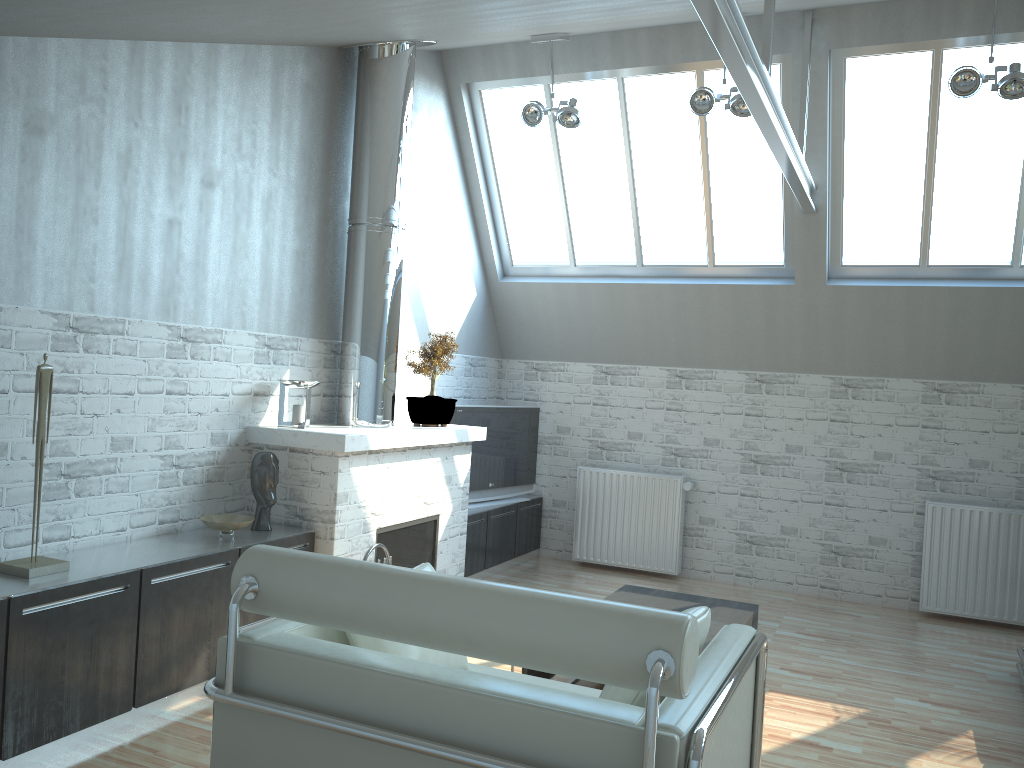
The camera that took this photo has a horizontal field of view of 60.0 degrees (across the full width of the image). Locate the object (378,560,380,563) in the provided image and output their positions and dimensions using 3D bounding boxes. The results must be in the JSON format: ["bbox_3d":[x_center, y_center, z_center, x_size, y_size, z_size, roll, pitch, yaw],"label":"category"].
[{"bbox_3d":[-1.362,2.314,9.303,0.145,0.932,0.065,3,0,5],"label":"object"}]

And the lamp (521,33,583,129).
[{"bbox_3d":[0.498,-3.936,11.443,0.808,1.172,0.619,4,0,28],"label":"lamp"}]

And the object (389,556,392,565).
[{"bbox_3d":[-1.326,2.285,9.518,0.155,0.873,0.026,4,0,25],"label":"object"}]

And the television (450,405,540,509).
[{"bbox_3d":[-0.404,1.087,13.729,0.592,1.514,2.577,4,0,34],"label":"television"}]

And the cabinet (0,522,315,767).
[{"bbox_3d":[-3.408,2.076,7.261,0.914,1.270,4.572,4,0,24],"label":"cabinet"}]

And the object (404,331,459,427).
[{"bbox_3d":[-1.077,-0.091,11.417,0.572,1.265,1.115,4,0,28],"label":"object"}]

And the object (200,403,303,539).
[{"bbox_3d":[-0.527,1.598,8.103,4.859,2.558,1.528,3,0,23],"label":"object"}]

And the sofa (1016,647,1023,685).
[{"bbox_3d":[5.750,2.255,7.364,2.199,1.999,4.866,4,0,24],"label":"sofa"}]

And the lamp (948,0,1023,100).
[{"bbox_3d":[5.090,-3.655,9.394,0.808,1.172,0.618,4,0,28],"label":"lamp"}]

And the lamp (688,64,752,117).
[{"bbox_3d":[2.513,-3.813,10.544,0.808,1.172,0.619,4,0,28],"label":"lamp"}]

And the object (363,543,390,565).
[{"bbox_3d":[-1.467,2.253,9.407,0.412,1.124,0.584,4,0,24],"label":"object"}]

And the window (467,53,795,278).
[{"bbox_3d":[1.759,-3.070,13.038,4.651,2.787,1.897,4,0,24],"label":"window"}]

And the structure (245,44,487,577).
[{"bbox_3d":[-1.529,-0.784,10.711,1.309,7.180,3.302,4,0,24],"label":"structure"}]

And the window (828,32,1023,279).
[{"bbox_3d":[6.391,-2.786,10.971,4.651,2.787,1.897,4,0,24],"label":"window"}]

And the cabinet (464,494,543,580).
[{"bbox_3d":[-0.575,2.345,13.678,0.908,1.016,3.234,4,0,24],"label":"cabinet"}]

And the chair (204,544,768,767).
[{"bbox_3d":[-0.034,1.920,4.915,2.507,2.001,2.201,4,0,24],"label":"chair"}]

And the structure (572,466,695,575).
[{"bbox_3d":[1.936,2.157,14.137,1.892,1.524,0.508,4,0,24],"label":"structure"}]

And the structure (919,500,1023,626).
[{"bbox_3d":[6.619,2.444,12.048,1.892,1.524,0.508,4,0,24],"label":"structure"}]

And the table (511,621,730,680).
[{"bbox_3d":[0.983,2.515,7.756,1.726,0.867,1.015,4,0,24],"label":"table"}]

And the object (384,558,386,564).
[{"bbox_3d":[-1.371,2.274,9.414,0.025,0.855,0.025,3,0,-44],"label":"object"}]
